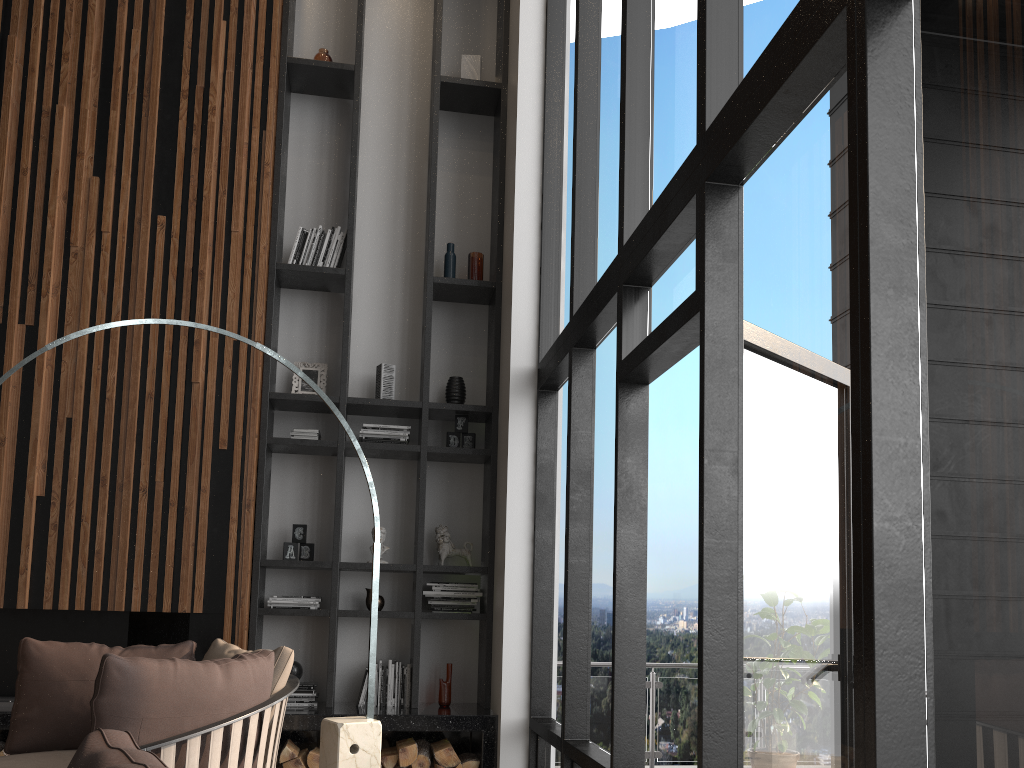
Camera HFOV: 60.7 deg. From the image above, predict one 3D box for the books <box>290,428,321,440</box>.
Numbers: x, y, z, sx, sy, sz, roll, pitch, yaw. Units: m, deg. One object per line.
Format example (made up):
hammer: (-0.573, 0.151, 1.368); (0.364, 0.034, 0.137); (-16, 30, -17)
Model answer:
books: (-1.297, 0.342, 5.517); (0.175, 0.070, 0.335); (4, -14, -9)

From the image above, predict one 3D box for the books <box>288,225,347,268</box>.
books: (-1.243, -0.844, 5.614); (0.367, 0.294, 0.189); (3, -8, -9)

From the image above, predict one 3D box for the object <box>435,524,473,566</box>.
object: (-0.374, 1.045, 5.643); (0.252, 0.276, 0.133); (4, -8, -17)

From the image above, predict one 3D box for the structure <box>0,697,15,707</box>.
structure: (-2.931, 1.834, 5.006); (0.710, 0.101, 0.307); (4, -14, -9)

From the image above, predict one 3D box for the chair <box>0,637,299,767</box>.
chair: (-1.629, 1.483, 3.496); (1.445, 0.880, 1.519); (-2, -13, 17)

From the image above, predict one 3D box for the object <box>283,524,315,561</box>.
object: (-1.327, 0.993, 5.457); (0.188, 0.231, 0.060); (3, -6, -11)

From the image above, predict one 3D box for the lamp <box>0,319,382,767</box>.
lamp: (-1.495, 0.850, 3.810); (2.051, 2.289, 0.323); (8, -8, -33)

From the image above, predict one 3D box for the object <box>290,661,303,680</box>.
object: (-1.351, 1.769, 5.372); (0.135, 0.130, 0.137); (7, -12, -29)

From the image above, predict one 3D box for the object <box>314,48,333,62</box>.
object: (-1.242, -2.106, 5.753); (0.131, 0.169, 0.132); (-6, -12, 41)

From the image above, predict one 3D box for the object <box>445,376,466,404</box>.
object: (-0.369, 0.068, 5.726); (0.141, 0.213, 0.143); (4, -9, -18)

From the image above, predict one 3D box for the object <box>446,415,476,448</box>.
object: (-0.327, 0.317, 5.633); (0.188, 0.229, 0.060); (3, -6, -7)

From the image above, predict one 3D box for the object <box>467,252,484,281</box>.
object: (-0.242, -0.743, 5.788); (0.102, 0.225, 0.104); (5, -8, -24)

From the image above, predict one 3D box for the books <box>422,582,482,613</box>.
books: (-0.388, 1.362, 5.575); (0.373, 0.187, 0.223); (4, -11, -9)

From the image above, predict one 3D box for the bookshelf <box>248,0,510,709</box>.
bookshelf: (-0.811, -0.600, 5.687); (1.461, 5.212, 0.343); (3, -6, -9)

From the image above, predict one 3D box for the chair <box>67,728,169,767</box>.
chair: (-0.858, 0.745, 0.563); (1.480, 0.880, 1.482); (0, -12, 7)

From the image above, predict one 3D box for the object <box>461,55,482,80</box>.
object: (-0.278, -2.080, 5.925); (0.134, 0.255, 0.085); (1, -6, 1)

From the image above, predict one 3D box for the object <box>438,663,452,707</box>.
object: (-0.418, 1.884, 5.480); (0.082, 0.261, 0.083); (0, -7, 12)

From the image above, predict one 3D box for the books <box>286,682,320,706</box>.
books: (-1.354, 1.897, 5.364); (0.338, 0.125, 0.225); (4, -13, -10)

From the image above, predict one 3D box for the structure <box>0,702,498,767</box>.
structure: (-3.355, 2.008, 4.849); (6.531, 0.450, 0.684); (4, -12, -9)

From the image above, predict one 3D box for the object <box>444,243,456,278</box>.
object: (-0.408, -0.782, 5.758); (0.078, 0.288, 0.079); (-2, -7, 27)

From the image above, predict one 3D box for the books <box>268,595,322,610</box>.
books: (-1.334, 1.346, 5.393); (0.322, 0.076, 0.224); (4, -14, -10)

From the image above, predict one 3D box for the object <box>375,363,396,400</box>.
object: (-0.814, 0.010, 5.626); (0.104, 0.254, 0.106); (5, -8, -29)

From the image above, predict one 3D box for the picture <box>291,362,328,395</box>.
picture: (-1.295, -0.012, 5.604); (0.216, 0.266, 0.116); (3, -7, -8)

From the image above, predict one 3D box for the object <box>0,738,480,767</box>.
object: (-2.154, 2.108, 4.866); (4.037, 0.384, 0.446); (4, -11, -8)

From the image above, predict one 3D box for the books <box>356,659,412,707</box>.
books: (-0.797, 1.858, 5.453); (0.333, 0.282, 0.178); (3, -8, -9)

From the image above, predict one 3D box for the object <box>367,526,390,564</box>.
object: (-0.844, 1.020, 5.524); (0.138, 0.240, 0.139); (-3, -9, 31)

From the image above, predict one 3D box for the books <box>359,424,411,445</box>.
books: (-0.814, 0.345, 5.589); (0.322, 0.126, 0.224); (4, -13, -10)

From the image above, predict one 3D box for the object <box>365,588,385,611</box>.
object: (-0.864, 1.358, 5.516); (0.100, 0.140, 0.104); (-3, -10, 28)
